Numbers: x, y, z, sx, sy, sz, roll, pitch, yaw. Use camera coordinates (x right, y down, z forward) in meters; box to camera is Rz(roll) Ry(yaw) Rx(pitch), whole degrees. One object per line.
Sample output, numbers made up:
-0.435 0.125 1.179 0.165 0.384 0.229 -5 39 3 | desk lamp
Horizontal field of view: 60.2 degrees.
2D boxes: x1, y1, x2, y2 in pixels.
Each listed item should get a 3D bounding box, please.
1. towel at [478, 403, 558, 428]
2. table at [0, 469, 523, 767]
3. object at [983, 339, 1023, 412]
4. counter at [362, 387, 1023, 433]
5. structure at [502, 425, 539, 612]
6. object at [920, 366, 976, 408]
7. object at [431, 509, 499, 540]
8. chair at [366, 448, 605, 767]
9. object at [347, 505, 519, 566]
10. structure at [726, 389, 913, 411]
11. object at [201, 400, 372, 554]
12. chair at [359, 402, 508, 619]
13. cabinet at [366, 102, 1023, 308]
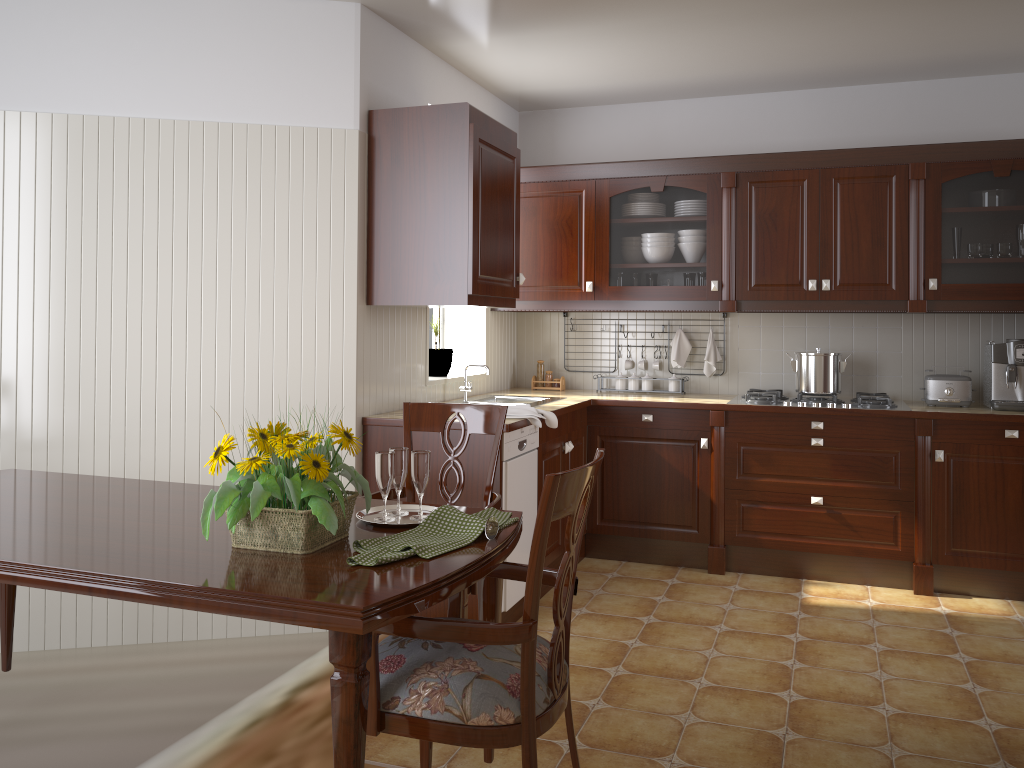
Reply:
0.020 0.135 3.619 0.343 0.097 0.330 -1 4 -17 | towel
-0.837 0.570 1.942 1.678 0.558 0.735 2 2 20 | table
2.342 -0.045 4.068 0.274 0.322 0.323 1 2 20 | object
1.024 0.134 3.880 2.783 0.032 1.827 2 4 20 | counter
-0.134 0.538 3.581 0.379 0.747 0.424 1 0 20 | structure
2.061 0.012 4.179 0.243 0.188 0.141 1 1 21 | object
-0.101 0.284 1.805 0.146 0.046 0.046 3 3 33 | object
-0.066 0.505 1.666 0.459 0.746 0.404 1 0 20 | chair
-0.137 0.282 1.775 0.166 0.056 0.528 3 4 33 | object
1.503 0.071 4.353 0.816 0.046 0.591 2 4 20 | structure
-0.448 0.174 1.730 0.299 0.337 0.318 1 1 12 | object
-0.234 0.446 2.516 0.404 0.746 0.459 1 1 17 | chair
0.962 -0.703 3.701 2.781 0.779 1.370 2 3 20 | cabinet
